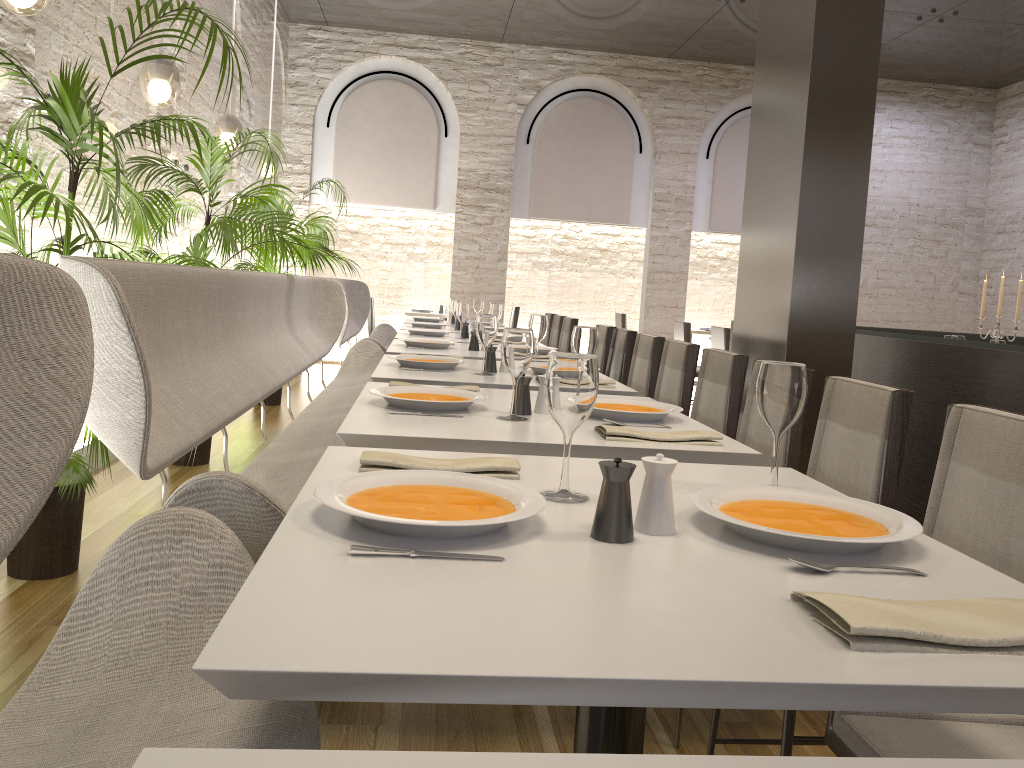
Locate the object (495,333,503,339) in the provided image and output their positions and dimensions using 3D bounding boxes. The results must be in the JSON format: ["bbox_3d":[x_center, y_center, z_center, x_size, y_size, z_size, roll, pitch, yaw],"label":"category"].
[{"bbox_3d":[-0.023,-0.305,5.872,0.322,0.036,0.322,7,7,31],"label":"object"}]

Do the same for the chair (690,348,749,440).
[{"bbox_3d":[0.566,0.308,3.467,0.565,0.903,0.413,3,4,-6],"label":"chair"}]

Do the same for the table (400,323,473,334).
[{"bbox_3d":[-0.419,-0.049,6.968,0.936,0.758,1.014,3,5,-6],"label":"table"}]

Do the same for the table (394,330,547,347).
[{"bbox_3d":[-0.313,0.072,5.873,0.936,0.758,1.014,3,5,-6],"label":"table"}]

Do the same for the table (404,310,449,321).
[{"bbox_3d":[-0.872,-0.493,10.945,0.936,0.758,1.014,3,5,-6],"label":"table"}]

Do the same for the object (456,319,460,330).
[{"bbox_3d":[-0.411,-0.475,6.871,0.059,0.109,0.059,6,5,30],"label":"object"}]

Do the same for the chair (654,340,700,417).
[{"bbox_3d":[0.509,0.243,4.055,0.565,0.903,0.413,3,4,-6],"label":"chair"}]

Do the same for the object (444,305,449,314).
[{"bbox_3d":[-0.799,-0.919,10.900,0.059,0.109,0.059,4,4,-4],"label":"object"}]

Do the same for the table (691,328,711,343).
[{"bbox_3d":[2.208,-0.321,11.256,0.936,0.758,1.014,3,5,-6],"label":"table"}]

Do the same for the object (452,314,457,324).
[{"bbox_3d":[-0.521,-0.600,8.003,0.059,0.109,0.059,6,5,30],"label":"object"}]

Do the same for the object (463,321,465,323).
[{"bbox_3d":[-0.456,-0.601,8.055,0.059,0.109,0.059,6,5,30],"label":"object"}]

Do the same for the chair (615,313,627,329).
[{"bbox_3d":[1.574,-0.428,11.182,0.565,0.903,0.413,3,4,-6],"label":"chair"}]

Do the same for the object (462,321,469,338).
[{"bbox_3d":[-0.305,-0.353,5.775,0.059,0.109,0.059,6,5,30],"label":"object"}]

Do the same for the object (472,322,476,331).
[{"bbox_3d":[-0.240,-0.355,5.827,0.059,0.109,0.059,6,5,30],"label":"object"}]

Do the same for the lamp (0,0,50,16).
[{"bbox_3d":[-1.422,-2.130,2.621,0.178,2.035,0.178,5,4,15],"label":"lamp"}]

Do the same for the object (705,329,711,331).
[{"bbox_3d":[2.531,-0.652,10.899,0.273,0.033,0.143,3,6,-6],"label":"object"}]

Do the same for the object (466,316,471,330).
[{"bbox_3d":[-0.346,-0.476,6.923,0.059,0.109,0.059,6,5,30],"label":"object"}]

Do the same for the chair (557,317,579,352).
[{"bbox_3d":[0.209,-0.100,7.158,0.565,0.903,0.413,3,4,-6],"label":"chair"}]

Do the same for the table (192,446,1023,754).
[{"bbox_3d":[0.131,0.579,1.290,0.936,0.758,1.014,3,5,-6],"label":"table"}]

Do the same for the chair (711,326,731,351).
[{"bbox_3d":[1.942,-0.008,7.382,0.565,0.903,0.413,3,4,-6],"label":"chair"}]

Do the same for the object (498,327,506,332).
[{"bbox_3d":[-0.129,-0.427,6.968,0.322,0.036,0.322,7,7,31],"label":"object"}]

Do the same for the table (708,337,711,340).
[{"bbox_3d":[2.474,-0.022,8.552,0.936,0.758,1.014,3,5,-6],"label":"table"}]

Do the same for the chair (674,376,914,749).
[{"bbox_3d":[0.674,0.432,2.350,0.565,0.903,0.413,3,4,-6],"label":"chair"}]

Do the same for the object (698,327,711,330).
[{"bbox_3d":[2.499,-0.699,11.256,0.322,0.036,0.322,7,7,29],"label":"object"}]

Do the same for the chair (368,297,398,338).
[{"bbox_3d":[-1.521,-0.600,10.869,0.565,0.903,0.413,3,4,-6],"label":"chair"}]

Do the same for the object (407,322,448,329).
[{"bbox_3d":[-0.663,-0.457,6.916,0.322,0.036,0.322,7,7,31],"label":"object"}]

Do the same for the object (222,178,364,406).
[{"bbox_3d":[-1.939,-0.799,7.456,1.144,1.969,1.192,2,5,-25],"label":"object"}]

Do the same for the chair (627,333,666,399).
[{"bbox_3d":[0.454,0.181,4.620,0.565,0.903,0.413,3,4,-6],"label":"chair"}]

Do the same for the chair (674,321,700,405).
[{"bbox_3d":[1.833,-0.133,8.509,0.565,0.903,0.413,3,4,-6],"label":"chair"}]

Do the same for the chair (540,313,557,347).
[{"bbox_3d":[0.099,-0.225,8.289,0.565,0.903,0.413,3,4,-6],"label":"chair"}]

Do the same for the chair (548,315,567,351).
[{"bbox_3d":[0.155,-0.161,7.715,0.565,0.903,0.413,3,4,-6],"label":"chair"}]

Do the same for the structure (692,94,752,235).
[{"bbox_3d":[2.941,-2.585,10.457,1.633,1.670,0.098,3,4,-6],"label":"structure"}]

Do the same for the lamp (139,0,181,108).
[{"bbox_3d":[-1.557,-2.284,4.014,0.177,2.035,0.178,2,4,-21],"label":"lamp"}]

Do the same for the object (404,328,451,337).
[{"bbox_3d":[-0.557,-0.335,5.821,0.322,0.036,0.322,7,7,31],"label":"object"}]

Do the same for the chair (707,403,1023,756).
[{"bbox_3d":[0.731,0.497,1.760,0.565,0.903,0.413,3,4,-6],"label":"chair"}]

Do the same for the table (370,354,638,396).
[{"bbox_3d":[-0.093,0.323,3.599,0.936,0.758,1.014,3,5,-6],"label":"table"}]

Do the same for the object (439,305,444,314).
[{"bbox_3d":[-0.864,-0.918,10.847,0.059,0.109,0.059,4,4,-4],"label":"object"}]

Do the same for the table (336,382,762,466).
[{"bbox_3d":[0.019,0.451,2.446,0.936,0.758,1.014,3,5,-6],"label":"table"}]

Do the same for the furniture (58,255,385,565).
[{"bbox_3d":[-0.872,0.069,3.929,0.708,1.094,4.491,3,6,-6],"label":"furniture"}]

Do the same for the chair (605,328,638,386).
[{"bbox_3d":[0.398,0.116,5.205,0.565,0.903,0.413,3,4,-6],"label":"chair"}]

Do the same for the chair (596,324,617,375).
[{"bbox_3d":[0.344,0.055,5.759,0.565,0.903,0.413,3,4,-6],"label":"chair"}]

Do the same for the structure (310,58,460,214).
[{"bbox_3d":[-1.409,-2.828,10.018,1.633,1.670,0.098,3,4,-6],"label":"structure"}]

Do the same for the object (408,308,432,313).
[{"bbox_3d":[-1.116,-0.900,10.893,0.322,0.036,0.322,7,7,29],"label":"object"}]

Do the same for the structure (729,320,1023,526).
[{"bbox_3d":[3.245,0.672,1.208,2.371,0.998,10.785,3,6,-6],"label":"structure"}]

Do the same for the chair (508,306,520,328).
[{"bbox_3d":[-0.218,-0.528,11.001,0.565,0.903,0.413,3,4,-6],"label":"chair"}]

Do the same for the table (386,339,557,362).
[{"bbox_3d":[-0.205,0.195,4.762,0.936,0.758,1.014,3,5,-6],"label":"table"}]

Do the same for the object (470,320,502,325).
[{"bbox_3d":[-0.239,-0.552,8.100,0.322,0.036,0.322,7,7,31],"label":"object"}]

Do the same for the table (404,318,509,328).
[{"bbox_3d":[-0.529,-0.174,8.101,0.936,0.758,1.014,3,5,-6],"label":"table"}]

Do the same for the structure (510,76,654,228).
[{"bbox_3d":[0.836,-2.703,10.245,1.633,1.670,0.098,3,4,-6],"label":"structure"}]

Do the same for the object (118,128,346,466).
[{"bbox_3d":[-1.718,-0.529,5.008,1.191,1.969,1.146,7,5,35],"label":"object"}]

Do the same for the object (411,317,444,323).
[{"bbox_3d":[-0.773,-0.582,8.049,0.322,0.036,0.322,7,7,31],"label":"object"}]

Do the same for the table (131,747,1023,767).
[{"bbox_3d":[0.240,0.703,0.165,0.936,0.758,1.014,3,5,-6],"label":"table"}]

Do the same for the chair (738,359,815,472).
[{"bbox_3d":[0.620,0.370,2.907,0.565,0.903,0.413,3,4,-6],"label":"chair"}]

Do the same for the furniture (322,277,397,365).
[{"bbox_3d":[-1.225,-0.335,7.580,0.707,1.094,2.593,3,6,-6],"label":"furniture"}]

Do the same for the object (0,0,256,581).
[{"bbox_3d":[-1.522,-0.309,3.011,1.147,1.969,1.190,6,5,25],"label":"object"}]

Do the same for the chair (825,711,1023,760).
[{"bbox_3d":[0.786,0.559,1.199,0.565,0.903,0.413,3,4,-6],"label":"chair"}]

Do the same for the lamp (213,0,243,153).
[{"bbox_3d":[-1.693,-2.440,5.421,0.177,2.035,0.178,2,4,-27],"label":"lamp"}]

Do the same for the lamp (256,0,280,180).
[{"bbox_3d":[-1.827,-2.592,6.799,0.177,2.035,0.178,2,4,-27],"label":"lamp"}]
